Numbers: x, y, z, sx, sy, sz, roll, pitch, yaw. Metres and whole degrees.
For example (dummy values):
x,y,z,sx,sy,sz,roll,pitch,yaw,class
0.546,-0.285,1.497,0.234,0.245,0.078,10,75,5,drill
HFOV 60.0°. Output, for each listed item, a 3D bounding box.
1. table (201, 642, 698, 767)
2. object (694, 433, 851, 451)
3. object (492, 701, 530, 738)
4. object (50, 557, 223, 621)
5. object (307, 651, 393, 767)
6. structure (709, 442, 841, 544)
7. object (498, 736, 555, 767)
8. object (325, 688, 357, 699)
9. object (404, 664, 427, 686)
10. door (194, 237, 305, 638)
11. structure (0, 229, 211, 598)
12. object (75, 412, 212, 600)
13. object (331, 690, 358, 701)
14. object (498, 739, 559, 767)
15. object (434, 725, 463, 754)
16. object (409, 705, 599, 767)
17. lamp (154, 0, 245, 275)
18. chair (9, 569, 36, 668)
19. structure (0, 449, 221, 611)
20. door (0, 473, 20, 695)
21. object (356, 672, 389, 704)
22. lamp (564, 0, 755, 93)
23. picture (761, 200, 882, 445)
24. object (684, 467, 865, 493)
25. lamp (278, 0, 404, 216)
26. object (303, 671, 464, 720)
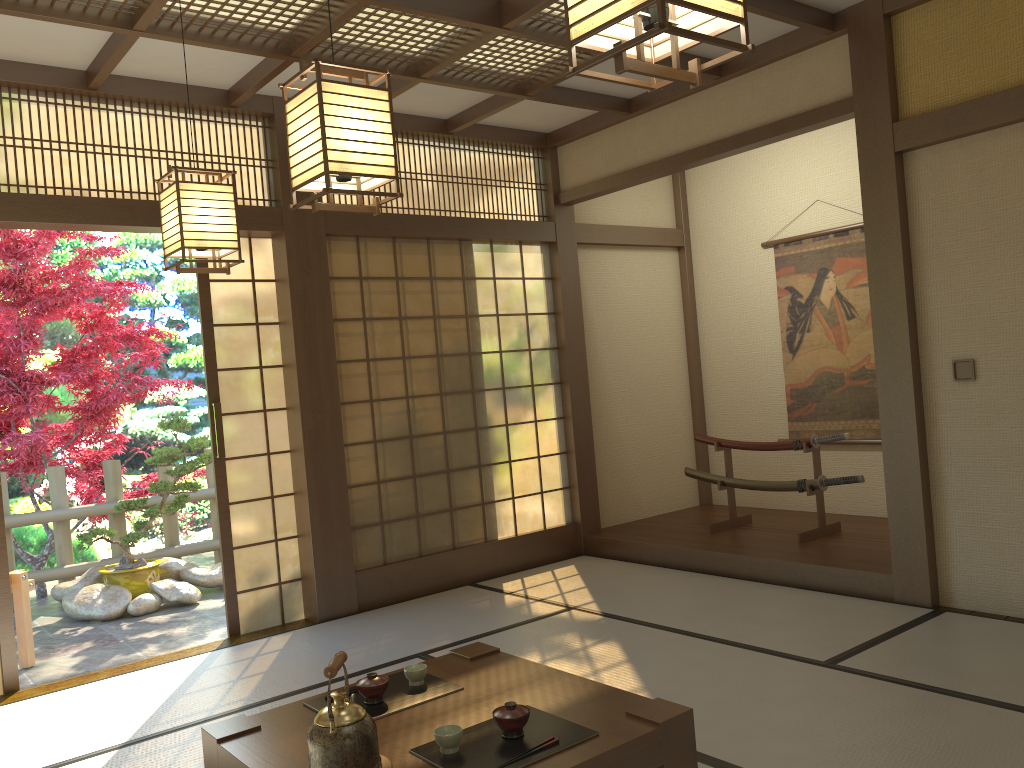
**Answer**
x,y,z,sx,sy,sz,roll,pitch,yaw,class
-0.192,1.115,2.497,1.000,0.350,1.000,-5,0,-38,table
1.659,0.375,5.751,0.086,0.121,1.186,-5,0,-37,object
-0.001,0.884,2.342,0.100,0.080,0.100,-5,0,-38,object
-2.648,1.455,6.530,1.260,0.276,1.147,-5,1,-42,object
-0.420,0.822,2.192,0.219,0.296,0.226,-5,1,-43,object
1.692,0.674,5.815,0.446,0.604,0.712,-5,0,-38,structure
0.036,0.921,2.221,0.200,0.008,0.008,-5,1,-44,object
-0.498,0.962,2.798,0.200,0.008,0.008,-5,0,-37,object
-0.304,0.924,2.811,0.074,0.052,0.073,-5,0,5,object
-0.908,0.232,5.472,1.894,2.380,0.073,-5,0,-38,door
-4.316,-0.146,7.200,3.412,4.004,3.045,-5,0,-5,structure
-2.659,0.901,6.570,1.032,1.362,0.586,-5,0,-12,object
-0.487,0.962,2.784,0.200,0.008,0.008,-5,1,-42,object
0.042,0.920,2.209,0.200,0.008,0.008,-5,1,-40,object
-0.162,0.915,2.278,0.074,0.052,0.073,-5,0,5,object
-0.020,0.932,2.308,0.400,0.007,0.300,-5,0,-38,object
-1.221,-0.979,3.372,0.240,1.129,0.240,-5,0,-38,lamp
-3.116,1.328,4.796,0.698,0.598,0.704,-5,0,8,chair
-3.065,1.144,7.044,7.456,1.136,0.245,-5,0,-38,structure
-3.201,0.441,3.673,1.894,2.380,0.073,-5,0,-38,door
-0.420,0.917,2.682,0.100,0.080,0.100,-5,0,-38,object
0.210,-1.089,1.535,0.240,1.129,0.240,-5,0,-38,lamp
2.208,-0.434,6.228,0.038,1.725,0.952,-5,0,-38,picture
1.667,0.627,5.772,0.100,0.144,1.369,-5,0,-37,object
-0.506,-1.034,2.454,0.240,1.129,0.240,-5,0,-38,lamp
-0.396,0.962,2.734,0.400,0.007,0.300,-5,0,-38,object
